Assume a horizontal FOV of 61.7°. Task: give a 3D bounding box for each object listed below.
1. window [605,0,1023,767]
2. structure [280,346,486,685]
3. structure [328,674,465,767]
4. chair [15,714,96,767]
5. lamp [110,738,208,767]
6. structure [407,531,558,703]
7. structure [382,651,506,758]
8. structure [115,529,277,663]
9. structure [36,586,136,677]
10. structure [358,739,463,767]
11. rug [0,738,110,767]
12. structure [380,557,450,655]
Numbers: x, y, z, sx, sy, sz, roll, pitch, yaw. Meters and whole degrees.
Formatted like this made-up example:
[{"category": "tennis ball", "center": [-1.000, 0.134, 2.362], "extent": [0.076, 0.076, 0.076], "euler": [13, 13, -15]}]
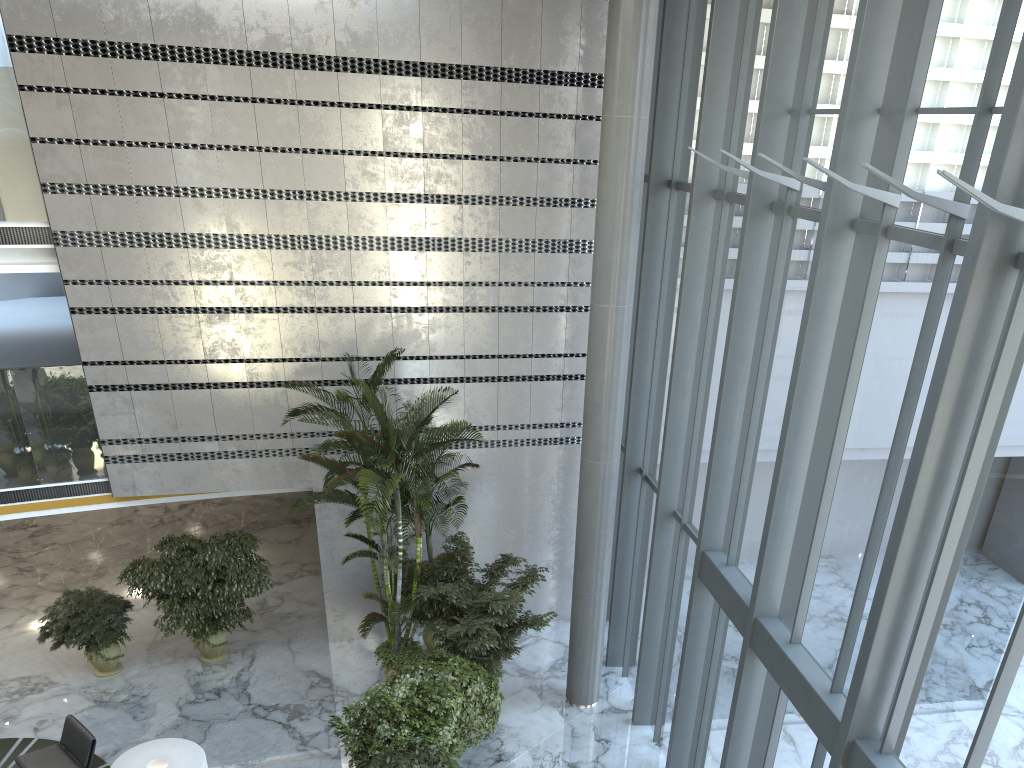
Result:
[{"category": "window", "center": [-5.184, 0.239, 5.805], "extent": [18.497, 11.295, 12.219], "euler": [3, 21, 1]}, {"category": "structure", "center": [-1.573, 1.973, 10.932], "extent": [2.447, 5.199, 2.244], "euler": [-1, 25, -5]}, {"category": "structure", "center": [-1.242, 4.022, 9.354], "extent": [1.350, 2.198, 1.133], "euler": [7, 25, 12]}, {"category": "chair", "center": [-5.241, 4.366, 9.929], "extent": [0.671, 0.751, 0.704], "euler": [21, 29, 39]}, {"category": "lamp", "center": [-3.314, 4.379, 8.394], "extent": [0.834, 1.865, 0.751], "euler": [4, 25, 5]}, {"category": "structure", "center": [-0.466, 3.261, 11.342], "extent": [1.852, 2.565, 1.670], "euler": [-10, 26, -25]}, {"category": "structure", "center": [-0.911, 3.977, 10.223], "extent": [1.544, 1.802, 1.325], "euler": [-18, 31, -40]}, {"category": "structure", "center": [-4.331, 3.030, 12.065], "extent": [1.968, 2.210, 1.500], "euler": [9, 25, 16]}, {"category": "structure", "center": [-5.793, 3.403, 11.823], "extent": [1.164, 1.486, 1.076], "euler": [2, 23, 0]}, {"category": "structure", "center": [-0.937, 4.411, 8.256], "extent": [1.589, 2.116, 1.862], "euler": [10, 24, 19]}, {"category": "rug", "center": [-6.149, 4.920, 9.268], "extent": [3.454, 0.021, 3.267], "euler": [-13, 23, -42]}, {"category": "structure", "center": [-1.245, 3.280, 12.586], "extent": [1.331, 1.728, 1.062], "euler": [14, 27, 27]}]
